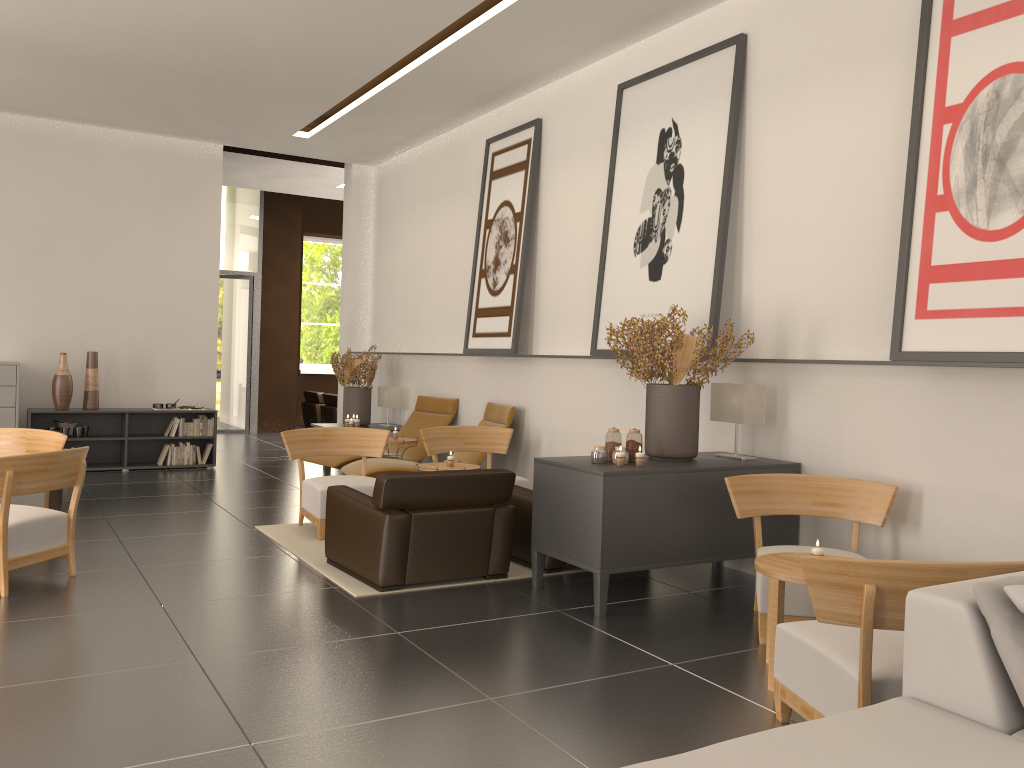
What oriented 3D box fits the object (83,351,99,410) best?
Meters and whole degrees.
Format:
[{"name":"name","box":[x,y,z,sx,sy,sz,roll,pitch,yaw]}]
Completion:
[{"name":"object","box":[-7.466,-0.063,15.750,0.262,1.025,0.262,2,0,-27]}]

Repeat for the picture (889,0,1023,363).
[{"name":"picture","box":[3.807,-1.905,6.882,0.384,3.493,1.601,2,1,-30]}]

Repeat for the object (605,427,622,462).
[{"name":"object","box":[0.956,0.568,8.353,0.157,0.325,0.157,1,1,-38]}]

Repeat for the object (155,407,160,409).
[{"name":"object","box":[-6.488,0.436,16.238,0.112,0.040,0.034,2,1,14]}]

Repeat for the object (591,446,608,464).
[{"name":"object","box":[0.804,0.651,8.171,0.157,0.158,0.157,2,1,33]}]

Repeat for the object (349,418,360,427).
[{"name":"object","box":[-2.884,0.718,16.250,0.207,0.187,0.111,1,1,-43]}]

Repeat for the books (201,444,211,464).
[{"name":"books","box":[-5.726,1.303,16.560,0.154,0.360,0.249,1,1,-30]}]

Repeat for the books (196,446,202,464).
[{"name":"books","box":[-5.844,1.318,16.498,0.106,0.325,0.238,1,1,-30]}]

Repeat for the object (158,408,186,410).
[{"name":"object","box":[-6.222,0.458,16.238,0.514,0.015,0.014,1,1,-38]}]

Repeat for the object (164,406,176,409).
[{"name":"object","box":[-6.318,0.431,16.286,0.292,0.058,0.086,0,2,-43]}]

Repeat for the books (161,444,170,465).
[{"name":"books","box":[-6.352,1.287,16.192,0.156,0.371,0.252,1,1,-30]}]

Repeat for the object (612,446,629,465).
[{"name":"object","box":[0.997,0.658,8.155,0.157,0.158,0.157,2,1,33]}]

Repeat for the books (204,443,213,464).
[{"name":"books","box":[-5.700,1.297,16.574,0.156,0.371,0.252,1,1,-30]}]

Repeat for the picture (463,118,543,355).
[{"name":"picture","box":[-0.170,-2.201,13.686,0.384,3.493,1.601,2,1,-30]}]

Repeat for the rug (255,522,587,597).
[{"name":"rug","box":[-0.573,1.864,10.493,3.999,0.010,3.559,1,2,-30]}]

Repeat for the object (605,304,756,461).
[{"name":"object","box":[1.803,-0.032,8.839,1.422,1.553,1.437,1,1,-18]}]

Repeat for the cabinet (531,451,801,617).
[{"name":"cabinet","box":[1.508,1.361,8.615,2.400,1.239,1.120,1,1,-30]}]

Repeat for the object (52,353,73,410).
[{"name":"object","box":[-7.764,-0.045,15.321,0.326,0.992,0.327,2,0,-7]}]

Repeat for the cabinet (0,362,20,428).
[{"name":"cabinet","box":[-9.825,0.545,14.463,3.079,1.876,1.040,1,1,-30]}]

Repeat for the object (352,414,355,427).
[{"name":"object","box":[-2.926,0.681,16.383,0.104,0.254,0.104,2,1,20]}]

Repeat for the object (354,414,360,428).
[{"name":"object","box":[-2.847,0.686,16.285,0.104,0.254,0.104,2,1,20]}]

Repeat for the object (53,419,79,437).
[{"name":"object","box":[-7.806,0.769,15.501,0.413,0.309,0.142,1,1,-16]}]

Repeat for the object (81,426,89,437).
[{"name":"object","box":[-7.552,0.837,15.680,0.135,0.179,0.136,1,1,-24]}]

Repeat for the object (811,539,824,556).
[{"name":"object","box":[2.117,1.167,6.146,0.080,0.187,0.080,2,1,24]}]

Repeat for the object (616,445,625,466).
[{"name":"object","box":[0.981,0.646,8.023,0.076,0.187,0.076,2,1,-14]}]

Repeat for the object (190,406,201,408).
[{"name":"object","box":[-6.005,0.422,16.589,0.515,0.015,0.014,3,1,28]}]

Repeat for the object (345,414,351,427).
[{"name":"object","box":[-3.018,0.680,16.298,0.108,0.254,0.108,2,1,24]}]

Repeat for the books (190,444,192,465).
[{"name":"books","box":[-5.960,1.299,16.413,0.023,0.356,0.266,2,1,-30]}]

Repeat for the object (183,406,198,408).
[{"name":"object","box":[-6.018,0.423,16.536,0.515,0.015,0.014,3,1,36]}]

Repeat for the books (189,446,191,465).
[{"name":"books","box":[-5.977,1.306,16.403,0.014,0.342,0.266,2,1,-30]}]

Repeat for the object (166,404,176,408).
[{"name":"object","box":[-6.365,0.411,16.548,0.188,0.082,0.188,1,1,-16]}]

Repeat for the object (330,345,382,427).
[{"name":"object","box":[-3.007,0.015,16.876,0.927,1.553,1.587,2,1,-2]}]

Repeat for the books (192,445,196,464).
[{"name":"books","box":[-5.924,1.304,16.474,0.057,0.346,0.197,2,1,-30]}]

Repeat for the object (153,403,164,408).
[{"name":"object","box":[-6.561,0.408,16.439,0.188,0.082,0.188,2,1,20]}]

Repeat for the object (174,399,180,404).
[{"name":"object","box":[-6.338,0.359,16.599,0.086,0.152,0.261,2,1,27]}]

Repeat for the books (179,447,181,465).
[{"name":"books","box":[-6.138,1.315,16.333,0.018,0.318,0.227,2,1,-30]}]

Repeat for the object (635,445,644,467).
[{"name":"object","box":[1.159,0.651,8.038,0.080,0.187,0.080,2,1,-21]}]

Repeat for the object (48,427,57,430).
[{"name":"object","box":[-7.918,0.836,15.280,0.135,0.179,0.136,1,1,-29]}]

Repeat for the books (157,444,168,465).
[{"name":"books","box":[-6.378,1.292,16.178,0.154,0.360,0.249,1,1,-30]}]

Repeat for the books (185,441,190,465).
[{"name":"books","box":[-6.006,1.274,16.398,0.041,0.404,0.245,2,1,-30]}]

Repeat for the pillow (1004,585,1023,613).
[{"name":"pillow","box":[2.455,1.097,3.544,0.801,0.598,0.585,1,1,-31]}]

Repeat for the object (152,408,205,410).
[{"name":"object","box":[-6.182,0.463,16.435,0.893,0.003,0.671,1,2,-28]}]

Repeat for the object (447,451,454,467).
[{"name":"object","box":[-0.731,0.888,10.574,0.076,0.187,0.076,2,1,9]}]

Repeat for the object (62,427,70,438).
[{"name":"object","box":[-7.708,0.842,15.318,0.135,0.179,0.136,1,1,-29]}]

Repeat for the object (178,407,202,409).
[{"name":"object","box":[-6.007,0.446,16.575,0.405,0.034,0.293,2,2,17]}]

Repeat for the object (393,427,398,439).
[{"name":"object","box":[-1.836,0.768,13.965,0.080,0.187,0.080,2,1,24]}]

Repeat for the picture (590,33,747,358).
[{"name":"picture","box":[1.758,-2.057,10.387,0.384,3.493,2.194,2,1,-30]}]

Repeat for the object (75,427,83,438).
[{"name":"object","box":[-7.543,0.844,15.447,0.135,0.179,0.136,2,1,30]}]

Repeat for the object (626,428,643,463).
[{"name":"object","box":[1.149,0.574,8.337,0.157,0.325,0.157,2,1,7]}]

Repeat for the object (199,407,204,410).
[{"name":"object","box":[-5.775,0.453,16.448,0.112,0.040,0.034,1,1,-41]}]

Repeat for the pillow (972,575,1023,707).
[{"name":"pillow","box":[2.386,1.113,3.667,0.919,0.577,0.549,1,1,-30]}]
